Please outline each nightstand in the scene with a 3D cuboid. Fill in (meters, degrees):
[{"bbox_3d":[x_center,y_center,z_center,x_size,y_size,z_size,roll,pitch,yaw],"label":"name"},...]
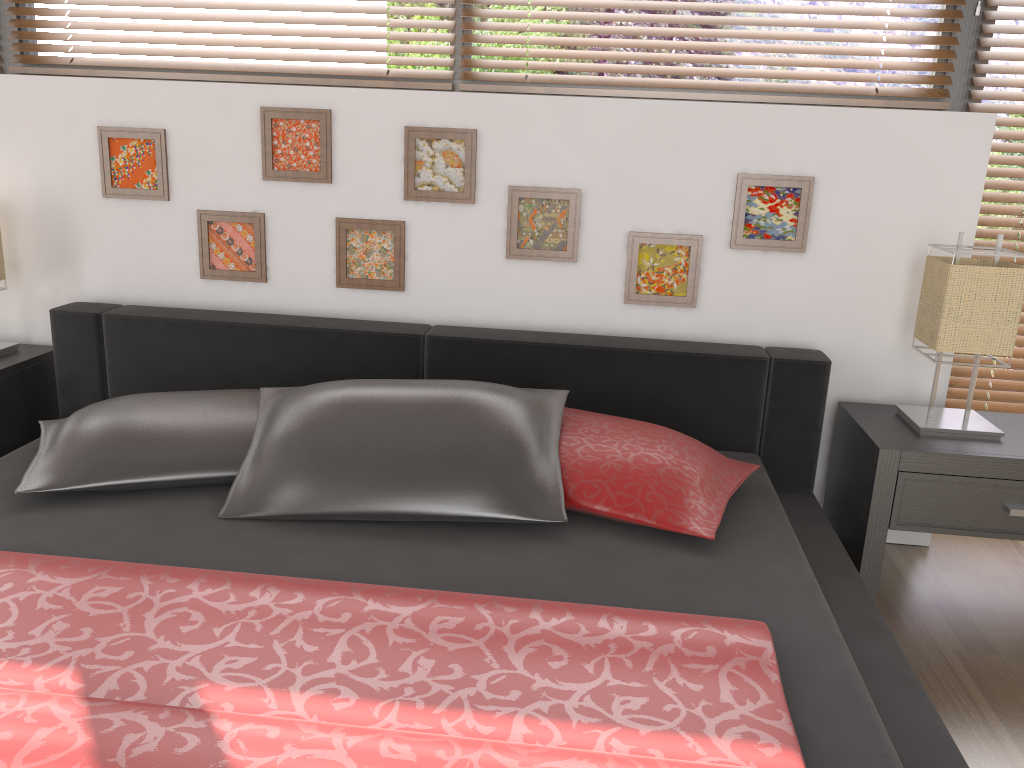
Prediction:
[{"bbox_3d":[1.220,0.329,2.283,0.700,0.423,0.413,4,15,6],"label":"nightstand"},{"bbox_3d":[-1.735,0.119,2.569,0.700,0.423,0.413,4,15,6],"label":"nightstand"}]

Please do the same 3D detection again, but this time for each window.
[{"bbox_3d":[1.773,-0.655,2.578,0.889,1.893,0.020,4,15,6],"label":"window"},{"bbox_3d":[-0.138,-1.315,2.621,2.817,0.786,0.020,4,15,6],"label":"window"}]

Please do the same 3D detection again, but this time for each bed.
[{"bbox_3d":[-0.508,0.400,1.460,2.469,0.577,2.413,4,15,6],"label":"bed"}]

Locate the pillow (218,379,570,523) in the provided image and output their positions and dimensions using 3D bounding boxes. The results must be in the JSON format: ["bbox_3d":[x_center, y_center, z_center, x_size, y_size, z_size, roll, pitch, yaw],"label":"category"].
[{"bbox_3d":[-0.244,0.128,1.959,0.744,0.241,0.386,3,15,1],"label":"pillow"}]

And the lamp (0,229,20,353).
[{"bbox_3d":[-1.553,-0.324,2.470,0.200,0.480,0.200,4,15,6],"label":"lamp"}]

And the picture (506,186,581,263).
[{"bbox_3d":[0.086,-0.443,2.461,0.200,0.200,0.010,4,15,6],"label":"picture"}]

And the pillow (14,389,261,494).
[{"bbox_3d":[-0.745,0.119,2.105,0.745,0.172,0.418,-3,16,-18],"label":"pillow"}]

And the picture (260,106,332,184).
[{"bbox_3d":[-0.603,-0.668,2.480,0.200,0.200,0.010,4,15,6],"label":"picture"}]

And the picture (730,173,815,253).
[{"bbox_3d":[0.699,-0.459,2.386,0.200,0.200,0.010,4,15,6],"label":"picture"}]

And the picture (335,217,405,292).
[{"bbox_3d":[-0.405,-0.370,2.538,0.200,0.200,0.010,4,15,6],"label":"picture"}]

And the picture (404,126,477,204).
[{"bbox_3d":[-0.199,-0.605,2.451,0.200,0.200,0.010,4,15,6],"label":"picture"}]

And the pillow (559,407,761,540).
[{"bbox_3d":[0.166,0.169,2.069,0.745,0.172,0.418,10,17,24],"label":"pillow"}]

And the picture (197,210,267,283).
[{"bbox_3d":[-0.813,-0.400,2.577,0.200,0.200,0.010,4,15,6],"label":"picture"}]

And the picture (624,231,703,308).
[{"bbox_3d":[0.418,-0.316,2.457,0.200,0.200,0.010,4,15,6],"label":"picture"}]

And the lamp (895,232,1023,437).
[{"bbox_3d":[1.126,-0.134,2.211,0.200,0.480,0.200,4,15,6],"label":"lamp"}]

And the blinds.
[{"bbox_3d":[-0.174,-0.740,2.709,4.840,1.952,0.032,4,15,6],"label":"blinds"}]

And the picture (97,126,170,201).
[{"bbox_3d":[-1.086,-0.632,2.546,0.200,0.200,0.010,4,15,6],"label":"picture"}]
